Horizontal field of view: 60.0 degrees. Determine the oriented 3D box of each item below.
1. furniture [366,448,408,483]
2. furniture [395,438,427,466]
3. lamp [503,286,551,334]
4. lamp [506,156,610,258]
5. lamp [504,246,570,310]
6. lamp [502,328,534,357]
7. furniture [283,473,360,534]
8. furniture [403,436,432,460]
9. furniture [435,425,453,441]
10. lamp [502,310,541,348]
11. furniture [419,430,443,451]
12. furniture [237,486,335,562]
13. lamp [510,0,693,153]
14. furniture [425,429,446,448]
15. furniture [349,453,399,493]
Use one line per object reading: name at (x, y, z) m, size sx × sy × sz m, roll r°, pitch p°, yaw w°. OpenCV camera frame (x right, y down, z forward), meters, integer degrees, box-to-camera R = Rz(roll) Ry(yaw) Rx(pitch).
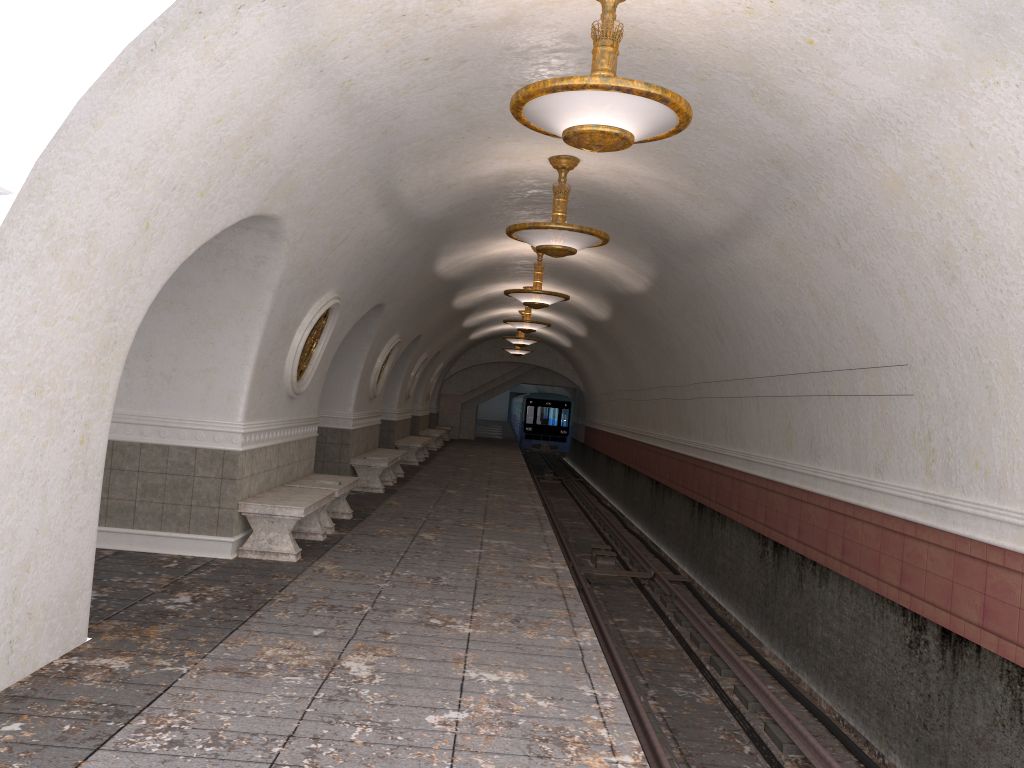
furniture at (-2.324, 1.509, 16.495) m, size 0.613 × 0.508 × 1.509 m, roll 5°, pitch -1°, yaw -1°
furniture at (-2.382, 1.590, 20.834) m, size 0.613 × 0.508 × 1.509 m, roll 5°, pitch -1°, yaw -1°
lamp at (0.333, -1.513, 18.269) m, size 1.008 × 0.955 × 1.008 m, roll 5°, pitch -1°, yaw 15°
lamp at (0.463, -1.693, 8.579) m, size 1.008 × 0.955 × 1.008 m, roll 5°, pitch -1°, yaw -17°
lamp at (0.398, -1.603, 13.441) m, size 1.008 × 0.955 × 1.008 m, roll 5°, pitch -1°, yaw -17°
lamp at (0.204, -1.332, 27.925) m, size 1.008 × 0.955 × 1.008 m, roll 6°, pitch -2°, yaw -45°
furniture at (-2.244, 1.397, 10.488) m, size 0.613 × 0.508 × 1.509 m, roll 5°, pitch -1°, yaw -1°
furniture at (-2.405, 1.621, 22.515) m, size 0.613 × 0.508 × 1.509 m, roll 5°, pitch -1°, yaw -1°
furniture at (-2.546, 1.818, 33.095) m, size 0.613 × 0.508 × 1.509 m, roll 5°, pitch -1°, yaw -1°
lamp at (0.268, -1.423, 23.096) m, size 1.008 × 0.955 × 1.008 m, roll 5°, pitch -1°, yaw 15°
furniture at (-2.462, 1.701, 26.794) m, size 0.613 × 0.508 × 1.509 m, roll 5°, pitch -1°, yaw -1°
furniture at (-2.221, 1.366, 8.807) m, size 0.613 × 0.508 × 1.509 m, roll 5°, pitch -1°, yaw -1°
lamp at (0.512, -1.761, 4.926) m, size 1.008 × 0.955 × 1.008 m, roll 6°, pitch -2°, yaw -45°
furniture at (-2.485, 1.732, 28.476) m, size 0.613 × 0.508 × 1.509 m, roll 5°, pitch -1°, yaw -1°
furniture at (-2.302, 1.478, 14.814) m, size 0.613 × 0.508 × 1.509 m, roll 5°, pitch -1°, yaw -1°
